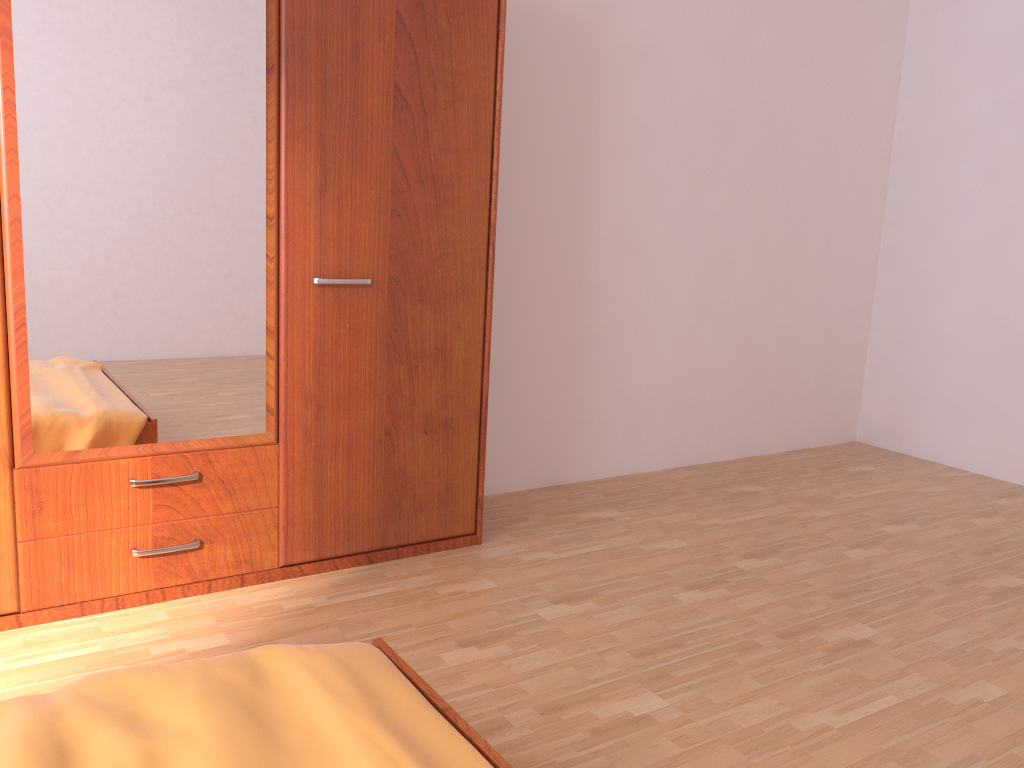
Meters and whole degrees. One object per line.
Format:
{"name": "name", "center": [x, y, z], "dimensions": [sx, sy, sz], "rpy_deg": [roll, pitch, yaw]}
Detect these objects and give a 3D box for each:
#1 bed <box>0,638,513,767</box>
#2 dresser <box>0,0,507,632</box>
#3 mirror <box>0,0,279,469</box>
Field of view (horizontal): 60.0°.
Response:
{"name": "bed", "center": [-0.739, 0.678, 0.660], "dimensions": [1.990, 0.560, 1.632], "rpy_deg": [-4, 12, -33]}
{"name": "dresser", "center": [-1.020, -0.397, 2.520], "dimensions": [2.017, 2.004, 0.487], "rpy_deg": [-4, 12, -33]}
{"name": "mirror", "center": [-0.935, -0.566, 2.288], "dimensions": [0.681, 1.556, 0.037], "rpy_deg": [-4, 12, -33]}
